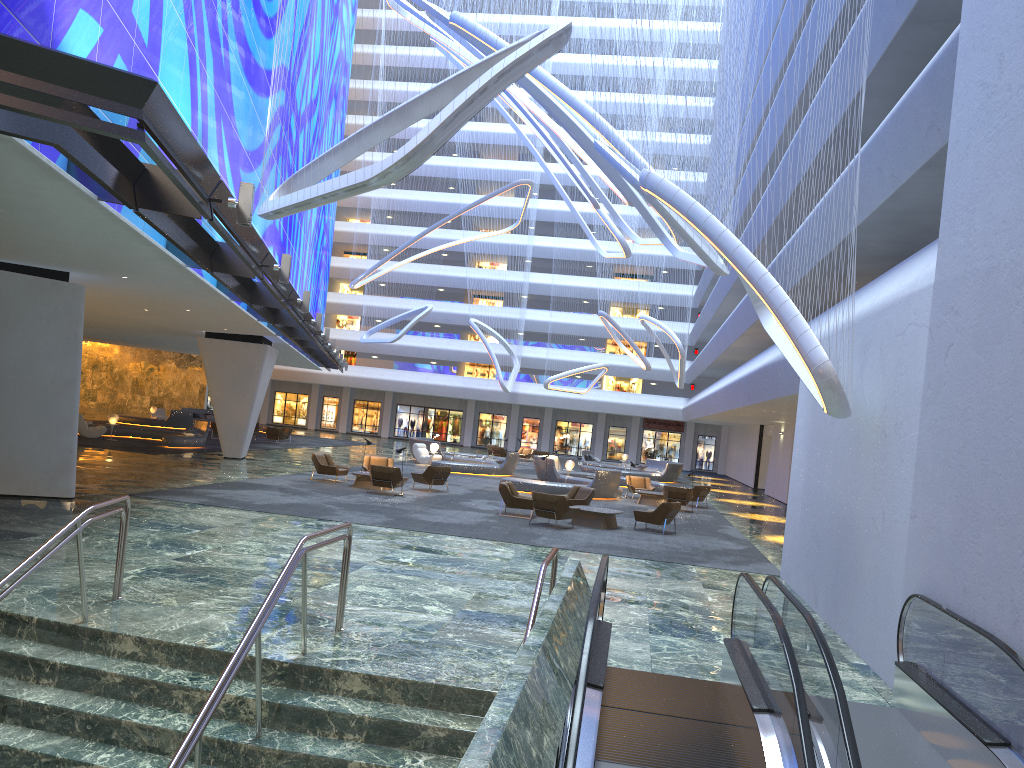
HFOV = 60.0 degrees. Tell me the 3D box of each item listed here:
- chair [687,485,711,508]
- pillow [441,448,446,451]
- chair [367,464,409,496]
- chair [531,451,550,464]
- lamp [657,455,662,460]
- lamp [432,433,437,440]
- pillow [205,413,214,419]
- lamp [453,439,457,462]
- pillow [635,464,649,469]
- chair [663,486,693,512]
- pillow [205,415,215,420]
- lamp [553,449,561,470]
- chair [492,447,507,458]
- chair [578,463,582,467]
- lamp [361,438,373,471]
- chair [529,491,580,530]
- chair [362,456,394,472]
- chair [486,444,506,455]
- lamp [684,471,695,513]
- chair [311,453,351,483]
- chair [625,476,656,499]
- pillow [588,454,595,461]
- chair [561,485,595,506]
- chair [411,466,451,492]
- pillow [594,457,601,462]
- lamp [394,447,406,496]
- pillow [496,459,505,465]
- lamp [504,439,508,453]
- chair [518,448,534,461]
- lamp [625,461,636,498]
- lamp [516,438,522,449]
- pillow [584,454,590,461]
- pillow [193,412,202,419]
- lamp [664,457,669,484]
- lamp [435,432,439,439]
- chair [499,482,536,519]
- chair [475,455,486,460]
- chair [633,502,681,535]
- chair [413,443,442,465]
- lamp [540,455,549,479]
[{"bbox_3d":[6.203,3.807,30.263,0.937,0.766,0.931,5,-2,41],"label":"chair"},{"bbox_3d":[-3.518,3.218,43.497,0.444,0.207,0.444,7,-2,-30],"label":"pillow"},{"bbox_3d":[-3.318,2.540,23.478,0.928,0.766,0.940,6,-2,14],"label":"chair"},{"bbox_3d":[1.579,4.093,49.172,0.930,0.766,0.938,6,-2,-13],"label":"chair"},{"bbox_3d":[7.816,4.396,47.298,0.384,1.300,0.202,6,0,8],"label":"lamp"},{"bbox_3d":[-3.743,2.978,42.038,0.384,1.300,0.202,6,0,1],"label":"lamp"},{"bbox_3d":[-18.516,1.995,54.499,0.776,0.366,0.316,8,-2,-40],"label":"pillow"},{"bbox_3d":[-2.412,2.902,36.746,0.202,1.300,0.384,6,-1,-16],"label":"lamp"},{"bbox_3d":[6.943,4.400,47.318,0.693,0.262,0.876,7,-2,-30],"label":"pillow"},{"bbox_3d":[5.216,3.610,27.929,0.928,0.766,0.940,6,-2,14],"label":"chair"},{"bbox_3d":[-18.433,2.040,54.322,0.692,0.262,0.878,6,-2,-1],"label":"pillow"},{"bbox_3d":[1.844,3.346,36.766,0.383,1.300,0.202,6,0,25],"label":"lamp"},{"bbox_3d":[-0.565,3.815,47.837,0.940,0.766,0.928,7,-2,-41],"label":"chair"},{"bbox_3d":[3.513,4.375,47.895,0.585,0.501,0.492,5,-2,43],"label":"chair"},{"bbox_3d":[-4.390,2.283,26.574,0.201,1.300,0.385,6,-1,25],"label":"lamp"},{"bbox_3d":[0.925,2.840,19.993,0.928,0.766,0.940,5,-2,35],"label":"chair"},{"bbox_3d":[-4.049,2.596,26.748,0.930,0.766,0.939,6,-2,-8],"label":"chair"},{"bbox_3d":[-0.971,3.886,50.632,0.931,0.766,0.937,7,-2,-38],"label":"chair"},{"bbox_3d":[5.571,3.372,27.827,0.383,1.300,0.202,6,0,25],"label":"lamp"},{"bbox_3d":[-5.251,2.422,25.529,0.938,0.766,0.931,5,-2,17],"label":"chair"},{"bbox_3d":[4.485,3.666,31.200,0.930,0.766,0.939,6,-2,-8],"label":"chair"},{"bbox_3d":[4.578,4.233,50.982,0.314,0.386,0.786,5,-2,24],"label":"pillow"},{"bbox_3d":[1.581,3.026,22.867,0.940,0.766,0.928,7,-2,-30],"label":"chair"},{"bbox_3d":[-2.331,2.737,25.812,0.937,0.766,0.931,5,-2,41],"label":"chair"},{"bbox_3d":[4.813,4.360,51.240,0.686,0.280,0.872,8,-3,-44],"label":"pillow"},{"bbox_3d":[-2.964,2.302,23.376,0.383,1.300,0.202,6,0,25],"label":"lamp"},{"bbox_3d":[-0.226,3.213,36.484,0.692,0.262,0.878,5,-2,17],"label":"pillow"},{"bbox_3d":[-0.329,3.558,47.564,0.202,1.300,0.383,6,-1,-29],"label":"lamp"},{"bbox_3d":[0.711,4.074,50.932,0.928,0.766,0.940,5,-2,27],"label":"chair"},{"bbox_3d":[4.144,3.353,31.025,0.201,1.300,0.385,6,-1,25],"label":"lamp"},{"bbox_3d":[0.336,3.767,51.004,0.385,1.300,0.201,6,-1,-30],"label":"lamp"},{"bbox_3d":[4.366,4.235,50.977,0.295,0.368,0.770,6,-2,21],"label":"pillow"},{"bbox_3d":[-19.146,1.893,53.681,0.314,0.386,0.786,5,-2,25],"label":"pillow"},{"bbox_3d":[7.529,4.202,43.250,0.202,1.300,0.383,6,-1,-32],"label":"lamp"},{"bbox_3d":[-3.845,3.065,44.449,0.202,1.300,0.383,6,-1,-38],"label":"lamp"},{"bbox_3d":[0.154,2.822,21.526,0.938,0.766,0.930,6,-2,10],"label":"chair"},{"bbox_3d":[-2.000,3.562,41.993,1.787,0.501,0.585,7,-2,-28],"label":"chair"},{"bbox_3d":[3.471,3.154,21.185,0.937,0.766,0.931,5,-2,33],"label":"chair"},{"bbox_3d":[-3.652,3.043,38.151,1.155,0.882,0.730,5,-1,27],"label":"chair"},{"bbox_3d":[1.022,2.928,28.559,0.383,1.300,0.202,6,0,25],"label":"lamp"}]
